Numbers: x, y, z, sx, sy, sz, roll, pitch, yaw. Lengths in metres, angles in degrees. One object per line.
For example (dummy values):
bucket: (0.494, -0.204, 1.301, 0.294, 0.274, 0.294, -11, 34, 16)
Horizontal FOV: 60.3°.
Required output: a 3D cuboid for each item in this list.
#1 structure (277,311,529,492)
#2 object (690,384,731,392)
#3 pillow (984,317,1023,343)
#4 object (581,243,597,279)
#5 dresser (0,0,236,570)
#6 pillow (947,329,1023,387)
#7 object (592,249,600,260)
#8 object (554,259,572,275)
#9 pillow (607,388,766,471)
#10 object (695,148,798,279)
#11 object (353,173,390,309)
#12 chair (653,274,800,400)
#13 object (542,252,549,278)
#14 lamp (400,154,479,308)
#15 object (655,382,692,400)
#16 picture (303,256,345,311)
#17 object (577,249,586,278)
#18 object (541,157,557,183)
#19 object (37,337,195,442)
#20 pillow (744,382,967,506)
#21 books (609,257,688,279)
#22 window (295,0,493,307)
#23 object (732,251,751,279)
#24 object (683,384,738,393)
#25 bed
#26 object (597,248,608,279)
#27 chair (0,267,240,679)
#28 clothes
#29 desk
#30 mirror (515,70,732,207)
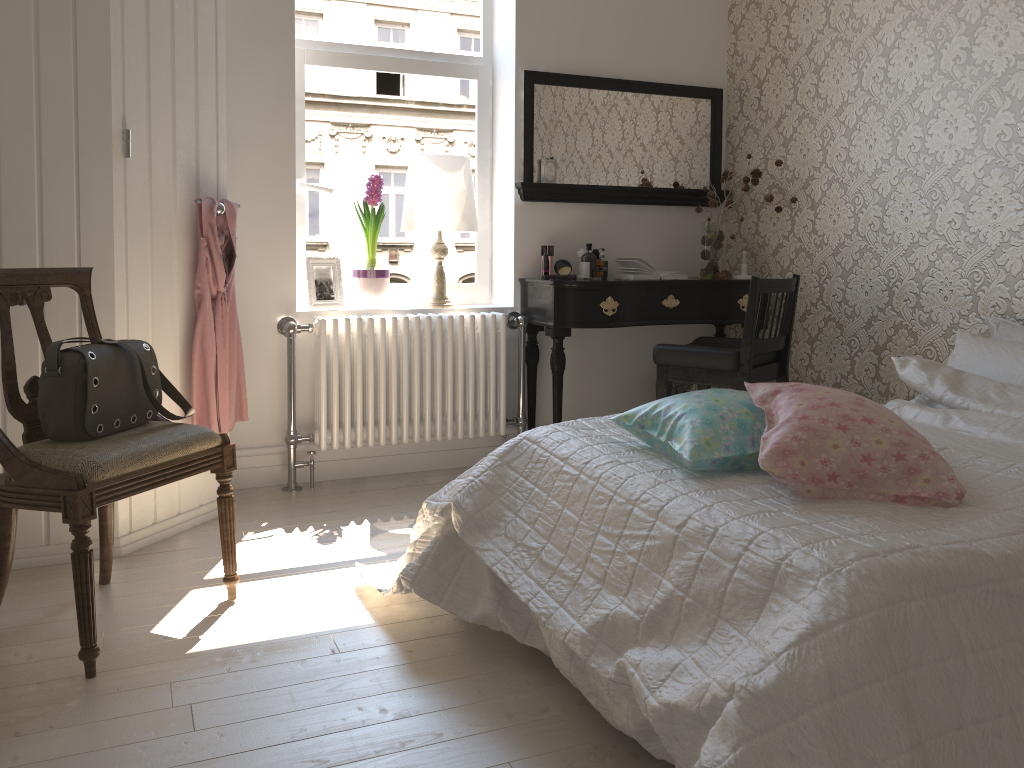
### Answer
structure: (-0.415, 0.052, 3.662, 1.069, 0.678, 0.167, -3, 4, -23)
object: (0.879, 0.136, 4.050, 0.290, 0.353, 0.352, 2, 6, 16)
pillow: (1.726, 0.012, 2.379, 0.311, 0.352, 1.263, -2, 8, -23)
object: (0.336, -0.536, 3.859, 0.070, 0.157, 0.070, -2, 4, -29)
dresser: (-1.419, -0.793, 2.894, 1.025, 2.569, 0.705, -1, 4, -23)
pillow: (1.498, 0.013, 2.591, 0.204, 0.301, 0.565, -2, 8, -23)
object: (0.382, -0.545, 4.010, 0.057, 0.133, 0.058, 2, 4, 27)
object: (0.218, -0.503, 3.866, 0.080, 0.085, 0.083, 2, 6, 17)
pillow: (0.451, 0.101, 1.934, 0.362, 0.167, 0.385, -2, 8, -18)
object: (1.016, -0.748, 3.953, 0.543, 0.596, 0.318, 5, 6, 37)
object: (-0.598, -0.609, 3.755, 0.156, 0.574, 0.157, -2, 4, -38)
chair: (0.851, 0.000, 3.447, 0.459, 0.857, 0.458, 3, 5, 36)
object: (0.147, -0.519, 3.853, 0.031, 0.119, 0.055, 1, 4, 15)
lamp: (-0.316, -0.659, 3.853, 0.339, 0.649, 0.343, 0, 4, -11)
object: (0.823, 0.116, 4.065, 0.367, 0.330, 0.305, -2, 6, -22)
picture: (-0.773, -0.416, 3.641, 0.177, 0.224, 0.050, -4, 6, -43)
object: (0.321, -0.537, 3.954, 0.057, 0.133, 0.058, 2, 4, 27)
object: (0.163, -0.948, 3.918, 0.072, 0.121, 0.037, -1, 4, -18)
object: (-1.013, -0.004, 2.252, 0.213, 0.246, 0.403, 2, 7, 21)
pillow: (0.642, 0.113, 1.716, 0.353, 0.201, 0.397, 2, 8, 9)
books: (0.614, -0.523, 3.986, 0.279, 0.095, 0.228, -3, 8, -21)
window: (-0.521, -1.236, 3.908, 0.950, 1.773, 0.111, -1, 3, -23)
object: (1.065, -0.545, 4.045, 0.105, 0.130, 0.105, 1, 5, 12)
object: (0.890, 0.117, 4.092, 0.393, 0.430, 0.396, 1, 6, 8)
bed: (0.923, 0.324, 2.056, 2.213, 0.627, 1.969, -3, 9, -23)
object: (0.398, -0.533, 3.912, 0.054, 0.138, 0.054, 1, 4, 16)
chair: (-1.072, 0.156, 2.237, 0.538, 0.886, 0.523, 2, 5, 22)
clothes: (-1.020, -0.209, 3.072, 0.092, 0.872, 0.331, 1, 4, 6)
desk: (0.618, -0.060, 3.958, 1.106, 0.819, 0.438, -3, 5, -23)
mirror: (0.541, -1.116, 4.069, 1.119, 0.569, 0.066, -3, 4, -23)
